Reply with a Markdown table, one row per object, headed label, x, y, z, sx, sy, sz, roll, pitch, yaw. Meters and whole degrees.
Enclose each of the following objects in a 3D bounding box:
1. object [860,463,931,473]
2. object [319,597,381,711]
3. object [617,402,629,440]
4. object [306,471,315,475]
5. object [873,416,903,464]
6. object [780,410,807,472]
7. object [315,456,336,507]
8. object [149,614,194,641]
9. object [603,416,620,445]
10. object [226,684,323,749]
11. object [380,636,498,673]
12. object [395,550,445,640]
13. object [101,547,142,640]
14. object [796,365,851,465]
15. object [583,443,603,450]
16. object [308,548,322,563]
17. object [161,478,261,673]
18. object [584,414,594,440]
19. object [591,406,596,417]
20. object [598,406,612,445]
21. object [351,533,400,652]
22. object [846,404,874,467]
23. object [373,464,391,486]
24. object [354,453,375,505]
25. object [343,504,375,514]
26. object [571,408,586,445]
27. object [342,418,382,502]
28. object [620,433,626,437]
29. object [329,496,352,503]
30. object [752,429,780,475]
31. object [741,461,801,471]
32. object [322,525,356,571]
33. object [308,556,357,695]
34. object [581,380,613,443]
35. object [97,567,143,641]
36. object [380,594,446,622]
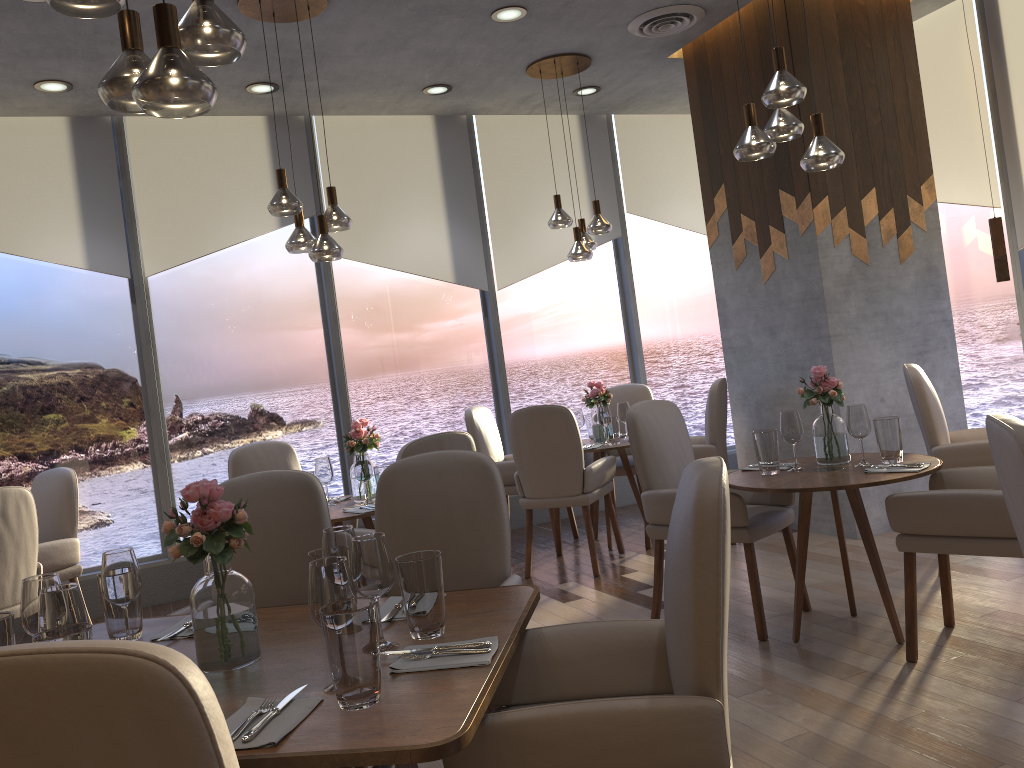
| label | x | y | z | sx | sy | sz | roll | pitch | yaw |
| --- | --- | --- | --- | --- | --- | --- | --- | --- | --- |
| object | 1.443 | 0.314 | 3.373 | 0.254 | 0.019 | 0.158 | -6 | 1 | 42 |
| object | -0.286 | 0.488 | 1.603 | 0.102 | 0.178 | 0.102 | -7 | 0 | -23 |
| object | 0.752 | 0.244 | 5.888 | 0.092 | 0.244 | 0.092 | -7 | -1 | 6 |
| object | -1.037 | 0.536 | 4.475 | 0.102 | 0.178 | 0.102 | -8 | 0 | 16 |
| object | 1.501 | 0.224 | 3.525 | 0.102 | 0.178 | 0.102 | -7 | 0 | -32 |
| object | 1.153 | 0.234 | 3.636 | 0.092 | 0.244 | 0.092 | -7 | -1 | -30 |
| object | -0.936 | 0.490 | 4.452 | 0.092 | 0.244 | 0.092 | -7 | -1 | -38 |
| object | -0.827 | 0.626 | 2.299 | 0.157 | 0.019 | 0.255 | -7 | 1 | 9 |
| object | 0.638 | 0.297 | 5.632 | 0.102 | 0.178 | 0.102 | -8 | 0 | 38 |
| object | -0.440 | 0.589 | 1.582 | 0.157 | 0.019 | 0.255 | -7 | 1 | 11 |
| object | -0.157 | 0.548 | 1.807 | 0.255 | 0.019 | 0.157 | -7 | 1 | 7 |
| object | -0.197 | 0.470 | 1.972 | 0.102 | 0.178 | 0.102 | -8 | 0 | 23 |
| object | -0.955 | 0.532 | 2.180 | 0.092 | 0.244 | 0.092 | -7 | -1 | -11 |
| object | 1.308 | 0.126 | 3.707 | 0.197 | 0.416 | 0.210 | -8 | 0 | 24 |
| object | 0.484 | 0.397 | 5.645 | 0.157 | 0.019 | 0.255 | -7 | 1 | 22 |
| object | -0.440 | 0.498 | 2.182 | 0.102 | 0.178 | 0.102 | -8 | 0 | 25 |
| object | -0.660 | 0.415 | 1.962 | 0.197 | 0.416 | 0.210 | -8 | 0 | 24 |
| object | 0.565 | 0.296 | 6.154 | 0.102 | 0.178 | 0.102 | -7 | 0 | -13 |
| object | 0.590 | 0.262 | 6.050 | 0.092 | 0.244 | 0.092 | -7 | -1 | -21 |
| object | 0.607 | 0.266 | 5.738 | 0.092 | 0.244 | 0.092 | -7 | -1 | -42 |
| object | -0.296 | 0.451 | 1.918 | 0.092 | 0.244 | 0.092 | -8 | -1 | 32 |
| object | 1.389 | 0.205 | 3.535 | 0.092 | 0.244 | 0.092 | -8 | -1 | 22 |
| object | -0.609 | 0.484 | 4.289 | 0.102 | 0.178 | 0.102 | -7 | 0 | -3 |
| object | -0.719 | 0.465 | 4.315 | 0.092 | 0.244 | 0.092 | -8 | -1 | 31 |
| object | -0.690 | 0.577 | 4.148 | 0.158 | 0.019 | 0.254 | -8 | 1 | -39 |
| object | 0.443 | 0.284 | 5.899 | 0.092 | 0.244 | 0.092 | -7 | -1 | -43 |
| object | -0.747 | 0.379 | 4.474 | 0.197 | 0.416 | 0.210 | -8 | -1 | 39 |
| object | 0.740 | 0.354 | 6.143 | 0.157 | 0.019 | 0.255 | -7 | 1 | 21 |
| object | -0.939 | 0.601 | 4.615 | 0.158 | 0.019 | 0.254 | -8 | 1 | -40 |
| object | 1.049 | 0.280 | 3.642 | 0.102 | 0.178 | 0.102 | -7 | 0 | -43 |
| object | 1.124 | 0.348 | 3.795 | 0.254 | 0.019 | 0.158 | -7 | 1 | 41 |
| object | -0.394 | 0.460 | 2.085 | 0.092 | 0.244 | 0.092 | -8 | -1 | 29 |
| object | -0.338 | 0.460 | 1.702 | 0.092 | 0.244 | 0.092 | -7 | -1 | -37 |
| object | 0.583 | 0.180 | 5.901 | 0.210 | 0.416 | 0.198 | -8 | 0 | 14 |
| object | -1.001 | 0.569 | 2.276 | 0.102 | 0.178 | 0.102 | -8 | 0 | 25 |
| object | -0.267 | 0.555 | 2.205 | 0.157 | 0.019 | 0.255 | -7 | 1 | 9 |
